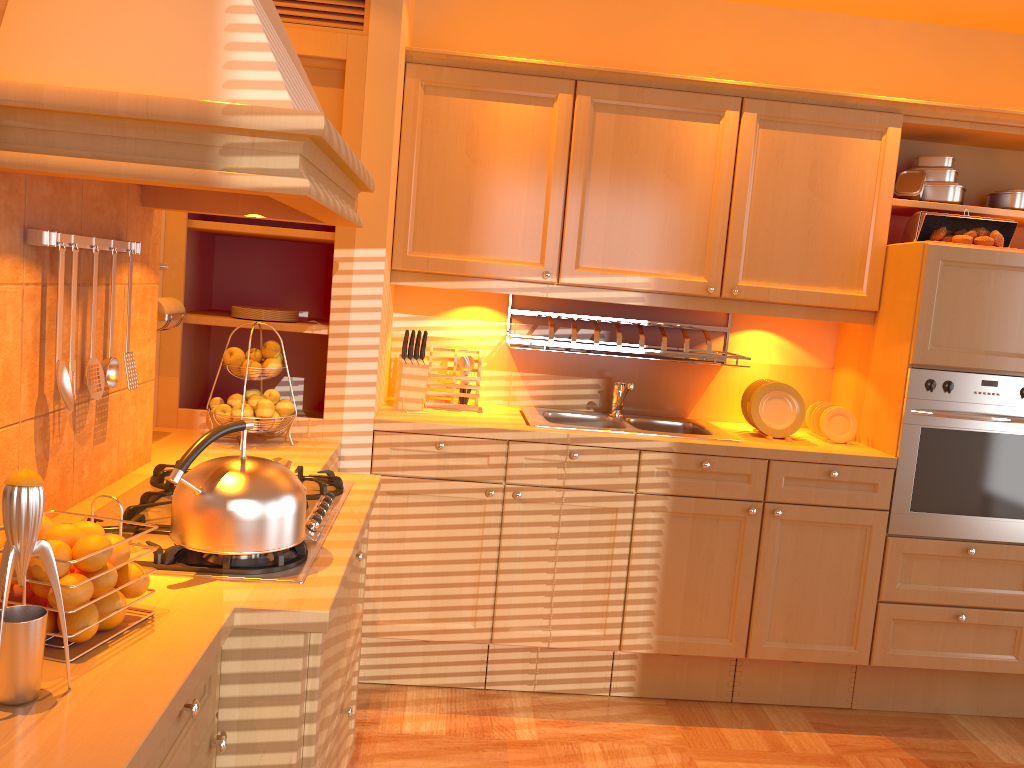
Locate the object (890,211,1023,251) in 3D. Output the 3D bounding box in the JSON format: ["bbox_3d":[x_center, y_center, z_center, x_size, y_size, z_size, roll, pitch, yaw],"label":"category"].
[{"bbox_3d":[1.631,-0.546,3.204,0.400,0.123,0.280,5,6,-4],"label":"object"}]

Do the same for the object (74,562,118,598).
[{"bbox_3d":[-0.599,0.280,1.272,0.062,0.053,0.052,7,6,18],"label":"object"}]

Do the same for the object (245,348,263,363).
[{"bbox_3d":[-0.799,-0.085,2.746,0.051,0.051,0.050,7,7,20],"label":"object"}]

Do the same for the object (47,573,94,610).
[{"bbox_3d":[-0.603,0.284,1.211,0.053,0.051,0.063,7,6,15],"label":"object"}]

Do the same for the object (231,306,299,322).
[{"bbox_3d":[-0.842,-0.238,3.029,0.222,0.039,0.222,6,6,13],"label":"object"}]

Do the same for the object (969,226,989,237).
[{"bbox_3d":[1.685,-0.546,3.197,0.063,0.047,0.061,11,8,43],"label":"object"}]

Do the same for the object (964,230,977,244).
[{"bbox_3d":[1.634,-0.523,3.179,0.065,0.056,0.056,3,7,-20],"label":"object"}]

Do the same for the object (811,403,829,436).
[{"bbox_3d":[1.209,0.140,3.394,0.133,0.129,0.037,4,6,-4],"label":"object"}]

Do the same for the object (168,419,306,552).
[{"bbox_3d":[-0.502,0.173,1.648,0.242,0.215,0.251,3,6,-17],"label":"object"}]

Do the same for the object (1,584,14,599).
[{"bbox_3d":[-0.725,0.273,1.231,0.060,0.055,0.053,5,6,-1],"label":"object"}]

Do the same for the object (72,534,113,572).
[{"bbox_3d":[-0.592,0.238,1.247,0.053,0.051,0.063,5,6,3],"label":"object"}]

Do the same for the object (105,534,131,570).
[{"bbox_3d":[-0.597,0.252,1.323,0.053,0.052,0.061,1,7,-31],"label":"object"}]

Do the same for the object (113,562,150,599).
[{"bbox_3d":[-0.582,0.298,1.346,0.061,0.054,0.052,8,7,23],"label":"object"}]

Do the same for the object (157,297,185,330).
[{"bbox_3d":[-1.036,-0.207,2.609,0.096,0.094,0.186,5,6,-4],"label":"object"}]

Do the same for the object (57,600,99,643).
[{"bbox_3d":[-0.604,0.329,1.235,0.052,0.057,0.060,-1,8,-42],"label":"object"}]

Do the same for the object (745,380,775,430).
[{"bbox_3d":[0.979,0.087,3.348,0.205,0.200,0.049,5,6,-3],"label":"object"}]

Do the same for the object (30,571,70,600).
[{"bbox_3d":[-0.648,0.275,1.245,0.051,0.053,0.064,0,8,-41],"label":"object"}]

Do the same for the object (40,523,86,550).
[{"bbox_3d":[-0.644,0.227,1.274,0.063,0.053,0.051,-1,8,-42],"label":"object"}]

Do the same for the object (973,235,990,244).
[{"bbox_3d":[1.715,-0.524,3.240,0.066,0.058,0.065,4,6,-12],"label":"object"}]

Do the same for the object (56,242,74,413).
[{"bbox_3d":[-0.848,-0.106,1.688,0.028,0.323,0.055,4,6,-4],"label":"object"}]

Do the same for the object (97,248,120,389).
[{"bbox_3d":[-0.886,-0.143,1.938,0.037,0.309,0.077,4,6,-5],"label":"object"}]

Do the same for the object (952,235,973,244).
[{"bbox_3d":[1.592,-0.509,3.134,0.066,0.034,0.069,6,6,14],"label":"object"}]

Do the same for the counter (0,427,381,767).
[{"bbox_3d":[-0.707,0.315,1.804,0.770,0.038,2.250,4,6,-4],"label":"counter"}]

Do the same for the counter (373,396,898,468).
[{"bbox_3d":[0.418,0.170,3.297,1.800,0.038,0.600,4,6,-4],"label":"counter"}]

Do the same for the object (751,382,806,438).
[{"bbox_3d":[0.980,0.096,3.265,0.205,0.200,0.049,5,6,-3],"label":"object"}]

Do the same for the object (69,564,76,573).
[{"bbox_3d":[-0.646,0.284,1.324,0.062,0.053,0.051,0,8,-36],"label":"object"}]

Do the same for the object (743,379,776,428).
[{"bbox_3d":[0.979,0.084,3.376,0.205,0.200,0.049,5,6,-3],"label":"object"}]

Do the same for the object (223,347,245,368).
[{"bbox_3d":[-0.842,-0.080,2.689,0.063,0.064,0.061,5,6,5],"label":"object"}]

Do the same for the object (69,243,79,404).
[{"bbox_3d":[-0.862,-0.115,1.744,0.006,0.319,0.028,4,6,-4],"label":"object"}]

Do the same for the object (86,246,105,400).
[{"bbox_3d":[-0.863,-0.126,1.846,0.017,0.320,0.090,4,6,-4],"label":"object"}]

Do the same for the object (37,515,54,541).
[{"bbox_3d":[-0.708,0.219,1.314,0.059,0.060,0.050,-1,9,-44],"label":"object"}]

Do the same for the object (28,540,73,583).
[{"bbox_3d":[-0.628,0.243,1.209,0.052,0.060,0.057,9,7,34],"label":"object"}]

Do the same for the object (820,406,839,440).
[{"bbox_3d":[1.213,0.149,3.312,0.133,0.129,0.037,4,6,-4],"label":"object"}]

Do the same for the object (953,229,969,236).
[{"bbox_3d":[1.634,-0.531,3.229,0.066,0.063,0.061,5,6,3],"label":"object"}]

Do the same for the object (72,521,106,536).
[{"bbox_3d":[-0.649,0.234,1.345,0.063,0.053,0.051,1,7,-31],"label":"object"}]

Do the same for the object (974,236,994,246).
[{"bbox_3d":[1.668,-0.504,3.134,0.065,0.036,0.062,6,6,9],"label":"object"}]

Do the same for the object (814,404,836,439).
[{"bbox_3d":[1.210,0.143,3.367,0.133,0.129,0.037,4,6,-4],"label":"object"}]

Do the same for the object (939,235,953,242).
[{"bbox_3d":[1.574,-0.519,3.196,0.067,0.035,0.068,9,8,36],"label":"object"}]

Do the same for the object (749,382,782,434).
[{"bbox_3d":[0.980,0.093,3.293,0.205,0.200,0.049,5,6,-3],"label":"object"}]

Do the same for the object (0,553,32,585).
[{"bbox_3d":[-0.681,0.249,1.220,0.063,0.051,0.053,5,6,1],"label":"object"}]

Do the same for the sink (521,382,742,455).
[{"bbox_3d":[0.419,0.157,3.293,0.746,0.336,0.465,4,6,-4],"label":"sink"}]

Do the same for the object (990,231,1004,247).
[{"bbox_3d":[1.724,-0.512,3.153,0.066,0.064,0.045,-1,8,-42],"label":"object"}]

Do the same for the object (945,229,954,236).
[{"bbox_3d":[1.584,-0.537,3.246,0.069,0.061,0.037,3,7,-21],"label":"object"}]

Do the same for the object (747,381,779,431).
[{"bbox_3d":[0.980,0.090,3.321,0.205,0.200,0.049,5,6,-3],"label":"object"}]

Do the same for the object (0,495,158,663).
[{"bbox_3d":[-0.655,0.268,1.286,0.189,0.174,0.207,6,6,11],"label":"object"}]

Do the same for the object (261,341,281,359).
[{"bbox_3d":[-0.747,-0.105,2.752,0.058,0.059,0.055,10,8,42],"label":"object"}]

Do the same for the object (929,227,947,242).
[{"bbox_3d":[1.538,-0.536,3.202,0.055,0.064,0.069,5,6,0],"label":"object"}]

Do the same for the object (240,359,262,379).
[{"bbox_3d":[-0.795,-0.045,2.704,0.064,0.058,0.063,0,8,-38],"label":"object"}]

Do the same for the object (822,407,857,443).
[{"bbox_3d":[1.214,0.152,3.284,0.133,0.129,0.037,4,6,-4],"label":"object"}]

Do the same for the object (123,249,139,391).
[{"bbox_3d":[-0.875,-0.147,2.044,0.020,0.323,0.061,4,6,-4],"label":"object"}]

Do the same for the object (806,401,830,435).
[{"bbox_3d":[1.207,0.134,3.449,0.133,0.129,0.037,5,6,-2],"label":"object"}]

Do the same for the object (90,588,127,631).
[{"bbox_3d":[-0.603,0.328,1.296,0.074,0.063,0.064,2,7,-24],"label":"object"}]
